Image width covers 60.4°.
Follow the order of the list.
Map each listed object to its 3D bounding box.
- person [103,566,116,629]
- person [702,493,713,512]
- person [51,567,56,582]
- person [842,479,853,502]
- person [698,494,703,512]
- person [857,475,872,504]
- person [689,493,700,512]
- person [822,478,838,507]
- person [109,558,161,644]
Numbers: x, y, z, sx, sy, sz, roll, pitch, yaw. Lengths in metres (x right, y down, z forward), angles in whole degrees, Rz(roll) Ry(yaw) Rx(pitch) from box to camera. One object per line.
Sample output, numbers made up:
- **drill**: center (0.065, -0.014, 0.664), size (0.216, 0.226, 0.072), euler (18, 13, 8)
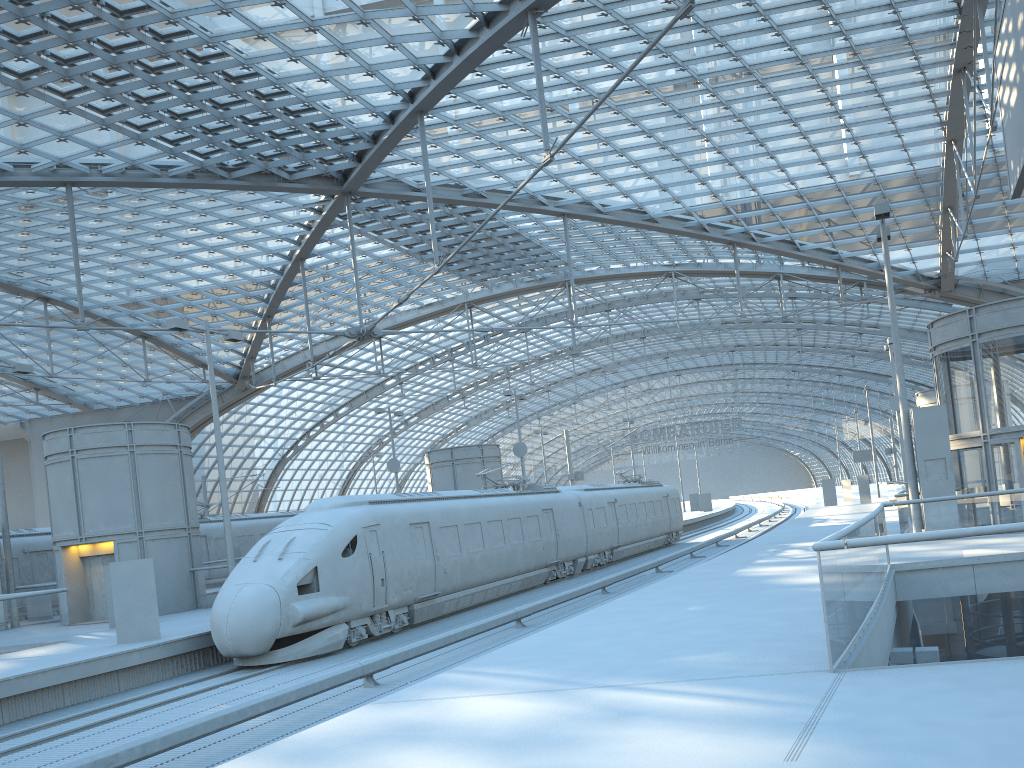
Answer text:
- **person**: center (-9.758, 5.311, 21.930), size (0.710, 1.610, 0.001), euler (-6, -1, 2)
- **person**: center (17.749, 10.795, 79.827), size (0.832, 1.730, 0.001), euler (-7, -1, 22)
- **person**: center (-15.036, 6.998, 29.666), size (0.826, 1.730, 0.001), euler (-6, -1, -3)
- **person**: center (23.344, 7.446, 61.110), size (0.001, 1.609, 0.814), euler (-6, -2, -23)
- **person**: center (18.222, 11.268, 83.476), size (0.880, 1.703, 0.001), euler (-7, -1, 22)
- **person**: center (21.730, 6.525, 54.293), size (0.068, 1.805, 0.789), euler (-6, -2, -36)
- **person**: center (18.201, 11.882, 88.051), size (0.904, 1.797, 0.001), euler (-7, -1, 18)
- **person**: center (20.465, 6.997, 56.515), size (0.001, 1.796, 0.909), euler (-6, -2, -43)
- **person**: center (-7.662, 4.440, 17.917), size (0.874, 1.703, 0.001), euler (-6, -1, -3)
